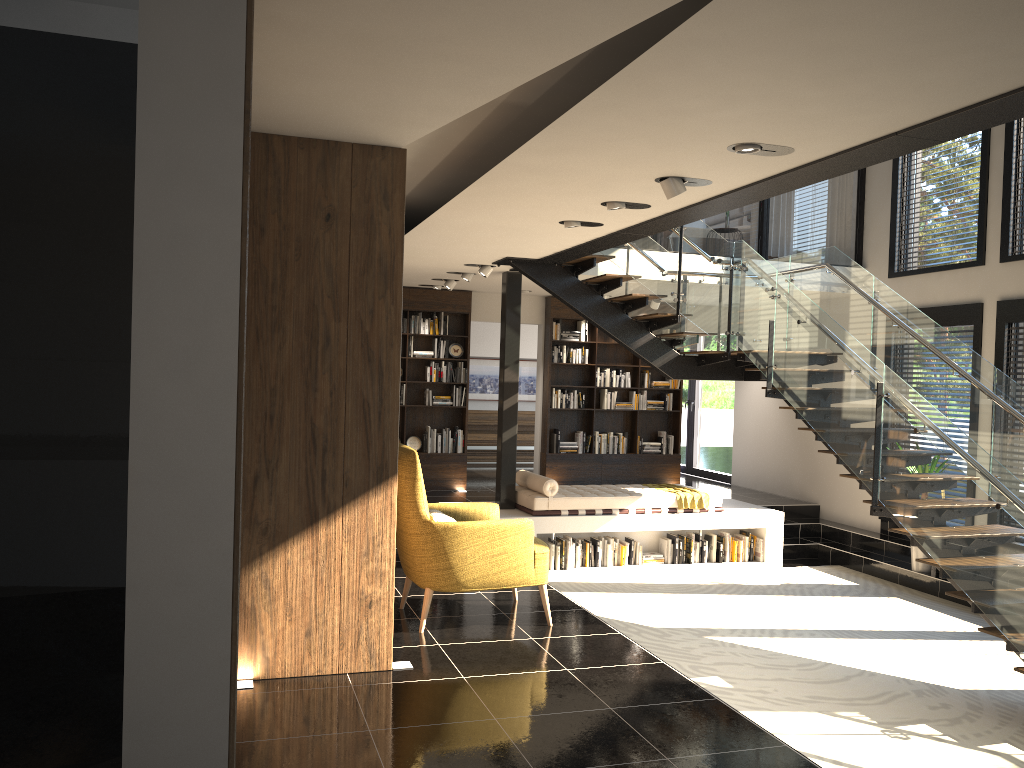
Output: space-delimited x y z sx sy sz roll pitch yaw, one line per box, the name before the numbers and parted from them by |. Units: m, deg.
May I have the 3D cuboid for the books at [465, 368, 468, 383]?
books | -0.637 -0.113 11.977 0.026 0.196 0.170 1 1 -18

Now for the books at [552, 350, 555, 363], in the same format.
books | 0.559 -0.384 12.386 0.037 0.178 0.109 1 1 -18

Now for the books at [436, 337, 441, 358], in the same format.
books | -1.003 -0.489 11.897 0.049 0.286 0.259 1 1 -18

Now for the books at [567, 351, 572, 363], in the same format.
books | 0.802 -0.374 12.446 0.029 0.173 0.138 1 1 -18

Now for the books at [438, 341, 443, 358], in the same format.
books | -0.969 -0.462 11.910 0.025 0.235 0.232 1 1 -18

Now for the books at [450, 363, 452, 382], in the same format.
books | -0.832 -0.152 11.921 0.016 0.262 0.155 1 1 -18

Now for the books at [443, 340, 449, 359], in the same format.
books | -0.897 -0.468 11.936 0.035 0.251 0.196 1 1 -18

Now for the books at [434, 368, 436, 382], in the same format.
books | -1.053 -0.118 11.864 0.028 0.181 0.130 1 1 -18

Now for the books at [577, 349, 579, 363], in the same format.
books | 0.904 -0.389 12.505 0.034 0.208 0.112 1 1 -18

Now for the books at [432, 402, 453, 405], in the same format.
books | -0.957 0.257 11.934 0.271 0.028 0.174 2 0 -22

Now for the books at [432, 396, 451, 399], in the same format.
books | -0.962 0.179 11.955 0.239 0.031 0.146 2 0 -18

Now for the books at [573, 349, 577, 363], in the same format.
books | 0.878 -0.391 12.487 0.025 0.211 0.126 1 1 -18

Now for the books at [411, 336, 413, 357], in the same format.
books | -1.348 -0.494 11.809 0.016 0.278 0.209 1 1 -18

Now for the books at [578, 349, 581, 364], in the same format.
books | 0.937 -0.390 12.503 0.028 0.211 0.133 1 1 -18

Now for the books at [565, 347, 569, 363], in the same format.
books | 0.756 -0.401 12.459 0.052 0.224 0.099 1 1 -18

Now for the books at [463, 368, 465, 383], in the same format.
books | -0.665 -0.116 11.985 0.023 0.200 0.121 1 1 -18

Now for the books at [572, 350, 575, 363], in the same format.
books | 0.853 -0.383 12.470 0.032 0.194 0.120 1 1 -18

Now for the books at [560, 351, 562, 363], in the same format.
books | 0.668 -0.376 12.417 0.030 0.168 0.125 1 1 -18

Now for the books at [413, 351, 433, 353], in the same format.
books | -1.205 -0.425 11.877 0.264 0.021 0.189 2 0 -20

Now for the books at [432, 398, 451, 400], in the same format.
books | -0.960 0.204 11.947 0.266 0.019 0.157 2 0 -16

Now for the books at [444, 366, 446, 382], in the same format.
books | -0.916 -0.133 11.894 0.027 0.219 0.139 1 1 -18

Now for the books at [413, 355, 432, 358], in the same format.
books | -1.209 -0.368 11.882 0.239 0.033 0.176 2 0 -21

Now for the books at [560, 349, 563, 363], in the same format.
books | 0.692 -0.389 12.428 0.021 0.196 0.103 1 1 -18

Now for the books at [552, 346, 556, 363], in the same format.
books | 0.587 -0.409 12.409 0.030 0.230 0.103 1 1 -18

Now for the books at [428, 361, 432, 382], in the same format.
books | -1.098 -0.169 11.861 0.025 0.280 0.145 1 1 -18

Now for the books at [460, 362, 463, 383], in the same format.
books | -0.695 -0.156 11.959 0.016 0.278 0.201 1 1 -18

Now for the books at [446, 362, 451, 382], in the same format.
books | -0.858 -0.160 11.919 0.037 0.277 0.179 1 1 -18

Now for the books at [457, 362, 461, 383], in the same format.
books | -0.717 -0.157 11.971 0.018 0.278 0.114 1 1 -18

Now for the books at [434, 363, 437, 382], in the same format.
books | -1.030 -0.153 11.863 0.014 0.253 0.169 1 1 -18

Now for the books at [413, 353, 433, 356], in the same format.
books | -1.204 -0.400 11.869 0.266 0.030 0.209 2 0 -17

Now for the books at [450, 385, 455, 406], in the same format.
books | -0.802 0.157 11.974 0.014 0.279 0.202 1 1 -18

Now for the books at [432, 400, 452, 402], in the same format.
books | -0.959 0.228 11.942 0.263 0.030 0.159 2 0 -21

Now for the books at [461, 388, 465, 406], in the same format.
books | -0.682 0.174 11.993 0.047 0.253 0.210 1 1 -18

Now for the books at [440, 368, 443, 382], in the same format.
books | -0.960 -0.122 11.870 0.032 0.195 0.183 1 1 -18

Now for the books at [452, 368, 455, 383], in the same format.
books | -0.804 -0.119 11.958 0.060 0.196 0.119 1 1 -18

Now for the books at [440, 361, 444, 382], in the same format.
books | -0.941 -0.165 11.896 0.020 0.281 0.153 1 1 -18

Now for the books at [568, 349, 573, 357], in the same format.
books | 0.820 -0.392 12.481 0.025 0.208 0.114 1 1 -18

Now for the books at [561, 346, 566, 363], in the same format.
books | 0.717 -0.413 12.440 0.034 0.245 0.127 1 1 -18

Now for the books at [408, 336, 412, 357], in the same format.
books | -1.368 -0.496 11.798 0.027 0.279 0.166 1 1 -18

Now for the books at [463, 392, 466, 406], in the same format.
books | -0.659 0.199 12.031 0.021 0.204 0.169 1 1 -18

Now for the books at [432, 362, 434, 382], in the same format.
books | -1.072 -0.164 11.851 0.019 0.272 0.175 1 1 -18

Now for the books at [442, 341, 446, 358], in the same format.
books | -0.940 -0.463 11.938 0.047 0.238 0.225 1 1 -18

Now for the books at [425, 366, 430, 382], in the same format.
books | -1.130 -0.135 11.860 0.033 0.211 0.132 1 1 -18

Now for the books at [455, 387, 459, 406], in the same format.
books | -0.751 0.170 12.025 0.038 0.257 0.138 1 1 -18

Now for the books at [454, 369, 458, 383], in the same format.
books | -0.760 -0.114 11.962 0.026 0.190 0.121 1 1 -18

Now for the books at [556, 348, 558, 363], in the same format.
books | 0.613 -0.397 12.412 0.021 0.207 0.102 1 1 -18

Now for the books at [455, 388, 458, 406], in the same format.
books | -0.764 0.175 11.977 0.014 0.247 0.192 1 1 -18

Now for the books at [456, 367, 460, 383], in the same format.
books | -0.732 -0.122 11.951 0.020 0.209 0.147 1 1 -18

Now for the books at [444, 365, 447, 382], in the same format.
books | -0.896 -0.142 11.925 0.030 0.239 0.146 1 1 -18

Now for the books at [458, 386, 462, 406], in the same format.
books | -0.712 0.166 11.988 0.013 0.267 0.177 1 1 -18

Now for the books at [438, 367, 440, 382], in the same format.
books | -0.996 -0.126 11.888 0.026 0.200 0.154 1 1 -18

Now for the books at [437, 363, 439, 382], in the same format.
books | -1.011 -0.153 11.860 0.021 0.253 0.167 1 1 -18

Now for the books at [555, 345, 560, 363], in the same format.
books | 0.637 -0.420 12.419 0.029 0.255 0.128 1 1 -18

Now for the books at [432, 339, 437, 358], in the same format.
books | -1.043 -0.479 11.902 0.023 0.264 0.218 1 1 -18
